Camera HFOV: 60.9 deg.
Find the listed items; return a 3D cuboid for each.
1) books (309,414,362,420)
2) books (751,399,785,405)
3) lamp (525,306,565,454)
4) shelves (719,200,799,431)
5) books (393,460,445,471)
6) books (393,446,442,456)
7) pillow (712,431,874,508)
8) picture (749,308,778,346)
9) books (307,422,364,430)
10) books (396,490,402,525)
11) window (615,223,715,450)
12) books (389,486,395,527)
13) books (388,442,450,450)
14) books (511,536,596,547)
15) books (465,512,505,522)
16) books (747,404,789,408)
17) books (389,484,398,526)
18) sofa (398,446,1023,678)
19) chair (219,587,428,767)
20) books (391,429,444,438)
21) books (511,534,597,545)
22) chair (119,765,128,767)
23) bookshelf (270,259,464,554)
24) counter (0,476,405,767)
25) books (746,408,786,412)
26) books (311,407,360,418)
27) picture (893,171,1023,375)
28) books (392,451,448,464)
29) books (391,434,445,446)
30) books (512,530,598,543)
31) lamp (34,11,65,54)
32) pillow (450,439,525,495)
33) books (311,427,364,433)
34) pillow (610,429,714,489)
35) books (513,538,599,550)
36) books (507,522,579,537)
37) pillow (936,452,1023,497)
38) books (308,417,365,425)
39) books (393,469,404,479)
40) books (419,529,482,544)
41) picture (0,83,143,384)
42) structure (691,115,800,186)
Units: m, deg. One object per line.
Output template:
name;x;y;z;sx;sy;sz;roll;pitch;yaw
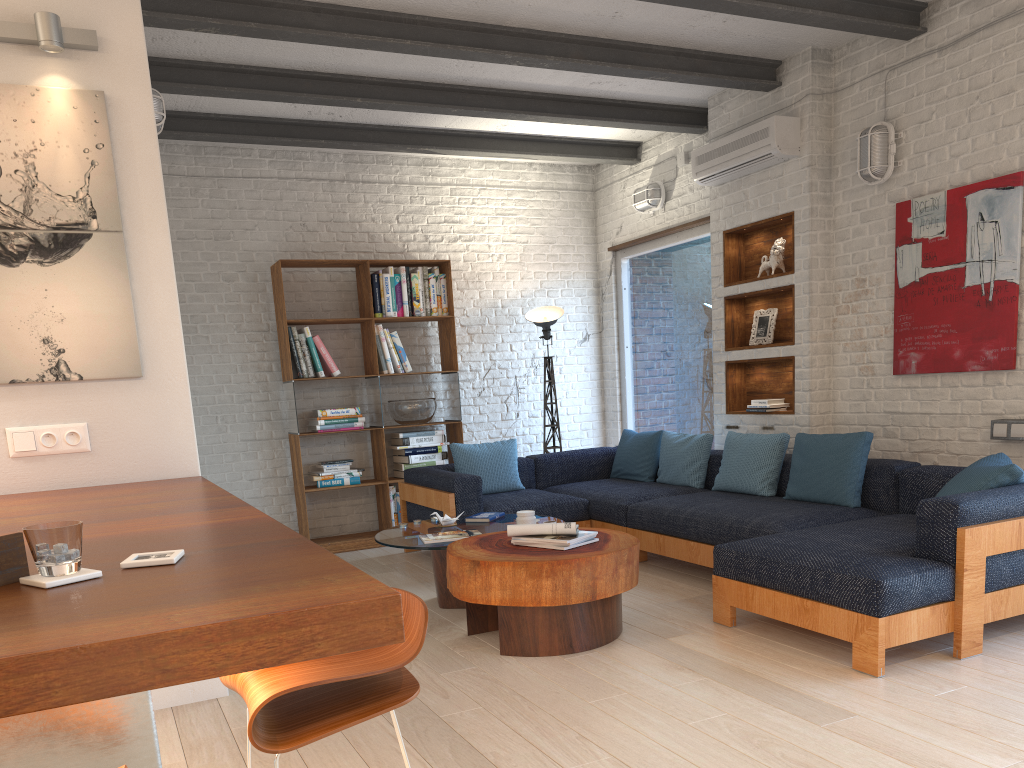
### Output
books;-1.375;0.259;6.780;0.353;0.021;0.270;-4;0;-27
books;1.742;0.122;5.937;0.132;0.034;0.203;-4;0;-15
lamp;0.547;0.259;7.282;0.866;1.886;0.494;3;11;36
shelves;1.729;-0.409;5.873;0.190;1.459;0.756;-8;9;-26
books;-0.761;0.659;7.128;0.359;0.056;0.280;-4;0;-23
books;-0.771;0.538;7.075;0.323;0.056;0.253;-4;1;-30
pillow;1.657;0.486;5.262;0.252;0.424;1.200;-7;3;-26
picture;1.718;-0.387;5.926;0.101;0.250;0.191;-10;9;-34
books;-1.373;0.325;6.776;0.376;0.037;0.242;-4;0;-30
books;-0.939;1.030;7.097;0.057;0.337;0.251;-8;8;-26
window;3.736;-2.240;2.054;0.641;6.527;12.214;-8;4;-26
books;-1.013;1.008;7.051;0.036;0.392;0.240;-8;9;-26
books;-0.764;0.498;7.086;0.441;0.021;0.269;-4;0;-25
books;0.198;0.734;4.133;0.318;0.011;0.248;-4;0;34
books;-0.162;0.801;5.250;0.163;0.023;0.227;-4;0;23
books;1.745;0.149;5.935;0.170;0.019;0.234;-4;0;-23
books;-0.987;1.006;7.080;0.036;0.392;0.240;-8;9;-26
sofa;0.951;0.824;5.206;2.063;0.673;3.913;-4;0;-26
chair;-0.353;0.853;1.864;0.419;0.792;0.398;-7;9;-25
books;-0.772;0.404;7.083;0.377;0.037;0.242;-4;0;-25
books;0.199;0.724;4.112;0.318;0.011;0.248;-4;0;34
chair;-0.668;0.872;1.132;0.401;0.792;0.415;-7;9;-25
bookshelf;-1.084;0.181;6.881;1.306;2.251;0.358;-7;10;-24
counter;-1.425;0.844;2.080;1.673;0.937;2.473;-5;2;-25
books;1.734;0.176;5.948;0.161;0.017;0.249;-4;0;-15
books;-1.369;0.220;6.774;0.324;0.056;0.252;-4;0;-23
picture;2.359;-0.545;4.667;0.019;0.981;0.733;-8;8;-26
books;-0.748;0.598;7.107;0.375;0.066;0.243;-4;1;-38
books;-0.767;0.455;7.098;0.376;0.066;0.242;-4;1;-31
books;0.202;0.713;4.103;0.318;0.011;0.248;-4;0;39
lamp;-1.582;-1.201;2.981;0.080;0.106;0.078;-3;7;3
pillow;-0.181;0.618;6.448;0.551;0.418;0.220;-5;8;-25
books;-1.366;0.354;6.791;0.353;0.021;0.269;-4;0;-25
pillow;1.089;0.547;6.478;0.241;0.406;1.096;-7;3;-27
books;0.208;0.745;4.122;0.317;0.011;0.249;-4;0;44
books;0.156;0.702;4.166;0.322;0.111;0.268;-3;2;7
pillow;2.145;0.507;4.029;0.377;0.334;0.553;-1;3;25
books;-1.363;0.287;6.768;0.376;0.037;0.242;-4;0;-31
books;-0.748;0.719;7.122;0.376;0.066;0.242;-4;1;-31
books;-0.327;0.818;4.684;0.317;0.011;0.249;-4;0;-12
picture;-1.725;-0.518;3.078;0.649;1.038;0.020;-7;11;-24
structure;1.483;-1.481;5.602;0.198;0.223;0.807;-6;2;-26
